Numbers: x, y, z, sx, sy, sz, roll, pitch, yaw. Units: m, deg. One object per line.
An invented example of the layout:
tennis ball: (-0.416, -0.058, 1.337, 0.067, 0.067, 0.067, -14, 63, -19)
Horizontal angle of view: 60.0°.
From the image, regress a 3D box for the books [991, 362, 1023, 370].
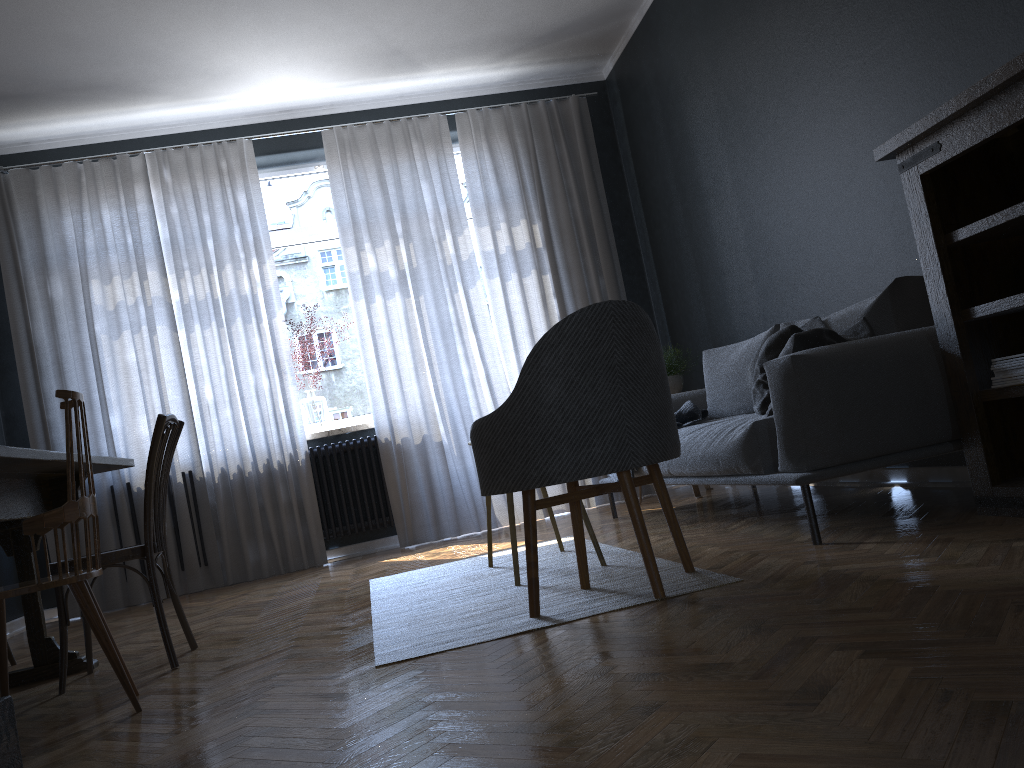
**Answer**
books: (1.510, -0.077, 2.431, 0.218, 0.008, 0.305, -11, -4, -7)

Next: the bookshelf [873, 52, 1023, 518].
bookshelf: (1.623, -0.306, 1.847, 0.450, 1.171, 1.921, -11, -4, -11)

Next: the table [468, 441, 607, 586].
table: (0.067, 0.449, 3.471, 0.339, 0.549, 0.789, -11, -4, -10)

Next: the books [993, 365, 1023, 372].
books: (1.513, -0.070, 2.433, 0.218, 0.008, 0.288, -11, -4, -6)

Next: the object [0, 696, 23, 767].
object: (-0.594, 0.466, 0.550, 0.383, 0.326, 0.553, -11, -4, -10)

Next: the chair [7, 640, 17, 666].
chair: (-2.330, 0.737, 3.483, 0.549, 0.920, 0.438, -10, -4, -13)

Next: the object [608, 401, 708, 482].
object: (0.686, 0.292, 4.392, 0.490, 0.329, 0.667, -11, -4, -6)

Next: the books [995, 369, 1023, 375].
books: (1.517, -0.060, 2.438, 0.218, 0.008, 0.288, -11, -4, -4)

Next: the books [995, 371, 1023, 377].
books: (1.518, -0.054, 2.438, 0.218, 0.008, 0.288, -11, -4, -4)

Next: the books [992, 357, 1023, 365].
books: (1.513, -0.092, 2.432, 0.218, 0.008, 0.305, -11, -4, -6)

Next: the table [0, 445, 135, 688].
table: (-1.806, 0.658, 2.530, 1.125, 0.727, 1.607, -11, -4, -10)

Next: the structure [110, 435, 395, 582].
structure: (-1.574, 0.769, 5.653, 1.845, 0.600, 0.216, -11, -4, -10)

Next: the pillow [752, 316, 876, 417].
pillow: (1.088, -0.082, 3.272, 0.442, 0.361, 0.798, -12, -4, 7)

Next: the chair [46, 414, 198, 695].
chair: (-1.301, 0.543, 2.972, 0.466, 0.819, 0.363, -11, -4, -11)

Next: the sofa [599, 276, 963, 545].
sofa: (1.073, 0.151, 3.882, 0.969, 0.797, 2.344, -11, -4, -11)

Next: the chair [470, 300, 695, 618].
chair: (0.249, 0.207, 2.575, 0.644, 0.810, 0.496, -9, -4, -32)

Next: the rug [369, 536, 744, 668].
rug: (-0.023, 0.732, 3.291, 1.003, 0.013, 2.014, -10, -4, -10)

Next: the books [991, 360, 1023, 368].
books: (1.511, -0.084, 2.432, 0.218, 0.008, 0.305, -11, -4, -7)

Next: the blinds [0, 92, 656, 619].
blinds: (-1.080, -0.296, 5.774, 3.990, 2.786, 0.313, -11, -4, -10)

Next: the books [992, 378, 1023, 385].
books: (1.517, -0.033, 2.437, 0.218, 0.007, 0.305, -11, -4, -6)

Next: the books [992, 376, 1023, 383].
books: (1.515, -0.040, 2.436, 0.218, 0.008, 0.305, -11, -4, -6)

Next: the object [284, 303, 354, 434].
object: (-1.305, -0.088, 5.808, 0.514, 0.809, 0.600, -9, -5, -36)

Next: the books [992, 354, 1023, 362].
books: (1.511, -0.101, 2.431, 0.218, 0.013, 0.305, -11, -4, -6)

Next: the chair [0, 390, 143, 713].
chair: (-1.248, 0.469, 2.322, 0.383, 0.856, 0.457, -10, -4, -25)

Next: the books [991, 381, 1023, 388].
books: (1.518, -0.026, 2.435, 0.218, 0.008, 0.305, -10, -4, -11)

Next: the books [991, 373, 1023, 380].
books: (1.513, -0.048, 2.437, 0.218, 0.013, 0.305, -11, -4, -6)

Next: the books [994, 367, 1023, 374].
books: (1.518, -0.066, 2.430, 0.218, 0.006, 0.305, -11, -4, -6)
